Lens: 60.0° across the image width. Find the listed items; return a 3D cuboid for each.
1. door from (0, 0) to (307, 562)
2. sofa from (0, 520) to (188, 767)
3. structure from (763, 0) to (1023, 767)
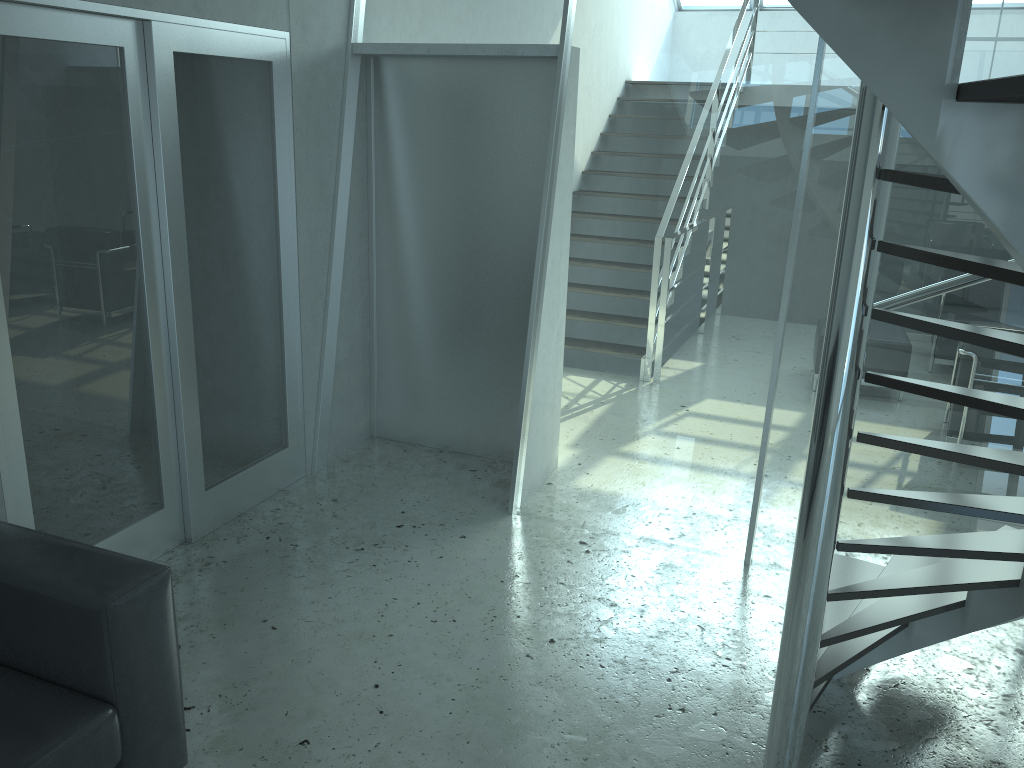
[{"bbox_3d":[-1.591,-0.855,4.054,1.162,3.200,2.576,-4,18,-20],"label":"door"},{"bbox_3d":[-1.697,0.964,1.724,0.943,0.652,2.025,9,18,21],"label":"sofa"},{"bbox_3d":[0.256,-0.897,2.111,3.780,4.156,2.655,9,18,21],"label":"structure"}]
